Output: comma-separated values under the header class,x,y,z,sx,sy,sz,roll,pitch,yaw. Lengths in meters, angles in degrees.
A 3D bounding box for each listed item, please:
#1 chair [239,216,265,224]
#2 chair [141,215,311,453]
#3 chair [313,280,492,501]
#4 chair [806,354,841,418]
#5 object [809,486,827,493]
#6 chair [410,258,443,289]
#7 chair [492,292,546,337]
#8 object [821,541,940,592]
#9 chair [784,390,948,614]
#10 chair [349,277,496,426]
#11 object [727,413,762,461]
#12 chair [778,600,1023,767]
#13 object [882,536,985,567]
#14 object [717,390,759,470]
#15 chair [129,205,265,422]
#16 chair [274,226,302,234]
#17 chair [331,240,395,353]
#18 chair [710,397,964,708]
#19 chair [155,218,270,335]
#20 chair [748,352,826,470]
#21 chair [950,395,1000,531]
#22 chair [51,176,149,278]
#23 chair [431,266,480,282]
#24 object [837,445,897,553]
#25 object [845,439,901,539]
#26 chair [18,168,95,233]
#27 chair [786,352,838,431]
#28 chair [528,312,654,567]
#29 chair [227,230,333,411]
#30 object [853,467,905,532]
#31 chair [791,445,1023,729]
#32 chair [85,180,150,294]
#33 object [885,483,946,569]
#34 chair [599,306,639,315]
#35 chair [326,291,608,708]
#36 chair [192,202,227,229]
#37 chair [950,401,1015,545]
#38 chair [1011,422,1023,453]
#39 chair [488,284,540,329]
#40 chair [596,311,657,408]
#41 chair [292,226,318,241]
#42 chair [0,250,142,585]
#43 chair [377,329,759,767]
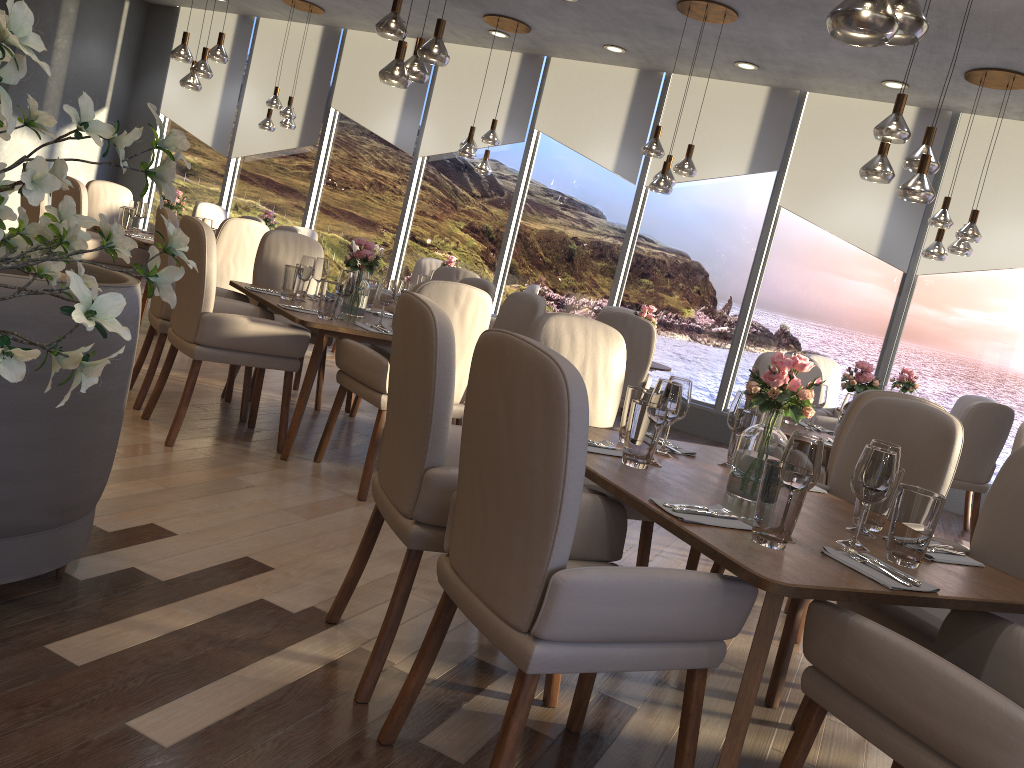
class,x,y,z,sx,sy,sz,roll,pitch,yaw
chair,-2.575,-1.020,7.730,0.531,0.997,0.599,18,8,37
chair,-1.324,-0.235,4.166,0.598,0.997,0.531,9,8,-38
chair,-0.488,-0.018,4.064,0.527,0.997,0.603,9,8,-36
chair,2.515,0.308,7.061,0.527,0.997,0.603,11,7,-23
object,0.849,0.297,2.785,0.254,0.019,0.158,10,8,-24
chair,-0.812,-0.721,8.692,0.527,0.997,0.603,12,6,-14
chair,-0.234,-0.066,4.877,0.598,0.997,0.531,10,7,-31
object,0.792,0.396,1.953,0.157,0.019,0.256,10,8,-27
chair,1.476,0.488,3.854,0.528,0.997,0.602,14,6,0
chair,-0.519,-0.199,5.351,0.598,0.997,0.531,9,8,-36
object,0.763,0.178,2.901,0.102,0.178,0.103,12,6,-18
chair,0.936,0.645,1.722,0.527,0.997,0.603,10,7,-29
object,1.063,0.420,2.263,0.254,0.019,0.158,10,8,-24
object,0.717,0.147,2.802,0.092,0.244,0.092,16,6,23
chair,-1.629,-0.372,4.631,0.598,0.997,0.531,10,7,-30
chair,-2.165,-0.871,7.364,0.531,0.997,0.598,19,8,42
chair,-1.270,-0.747,8.060,0.599,0.997,0.530,13,6,-11
chair,1.066,0.505,2.993,0.598,0.997,0.531,10,7,-29
chair,-2.183,-0.760,6.508,0.602,0.997,0.527,18,8,37
chair,1.527,0.345,5.010,0.528,0.997,0.602,14,6,-1
chair,3.237,0.529,6.725,0.598,0.997,0.531,12,6,-19
chair,-3.014,-0.942,6.364,0.531,0.997,0.599,18,7,35
chair,-0.593,-0.516,7.564,0.527,0.997,0.602,12,6,-14
object,0.844,0.271,2.106,0.093,0.244,0.092,19,8,43
object,0.931,0.269,2.281,0.092,0.244,0.092,14,6,1
chair,-3.440,-1.093,6.716,0.531,0.997,0.598,19,8,42
chair,2.157,0.315,6.366,0.598,0.997,0.531,11,6,-20
chair,0.247,0.279,3.193,0.527,0.997,0.603,11,7,-23
chair,-1.367,-0.417,5.438,0.527,0.997,0.603,10,7,-31
object,0.977,0.301,2.379,0.102,0.178,0.103,12,6,-18
chair,1.290,0.628,2.485,0.598,0.997,0.531,11,7,-23
chair,-3.417,-1.202,7.559,0.603,0.997,0.527,19,8,42
object,0.930,0.332,2.060,0.102,0.178,0.103,10,7,-31
chair,0.799,-0.118,7.124,0.528,0.997,0.601,14,6,4
chair,-0.110,0.295,2.424,0.598,0.997,0.531,11,7,-23
chair,-3.251,-1.453,9.720,0.602,0.997,0.527,18,8,36
chair,2.904,0.548,5.987,0.527,0.997,0.603,11,7,-23
chair,2.634,0.723,4.200,0.527,0.997,0.603,12,6,-17
chair,-0.152,-0.500,8.243,0.599,0.997,0.530,13,6,-10
chair,0.662,0.004,5.974,0.528,0.997,0.601,14,6,4
chair,-2.381,-1.145,9.006,0.602,0.997,0.527,18,8,37
chair,-1.377,0.074,2.394,0.778,0.835,0.594,20,9,43
chair,0.134,0.423,1.921,0.598,0.997,0.531,10,7,-31
